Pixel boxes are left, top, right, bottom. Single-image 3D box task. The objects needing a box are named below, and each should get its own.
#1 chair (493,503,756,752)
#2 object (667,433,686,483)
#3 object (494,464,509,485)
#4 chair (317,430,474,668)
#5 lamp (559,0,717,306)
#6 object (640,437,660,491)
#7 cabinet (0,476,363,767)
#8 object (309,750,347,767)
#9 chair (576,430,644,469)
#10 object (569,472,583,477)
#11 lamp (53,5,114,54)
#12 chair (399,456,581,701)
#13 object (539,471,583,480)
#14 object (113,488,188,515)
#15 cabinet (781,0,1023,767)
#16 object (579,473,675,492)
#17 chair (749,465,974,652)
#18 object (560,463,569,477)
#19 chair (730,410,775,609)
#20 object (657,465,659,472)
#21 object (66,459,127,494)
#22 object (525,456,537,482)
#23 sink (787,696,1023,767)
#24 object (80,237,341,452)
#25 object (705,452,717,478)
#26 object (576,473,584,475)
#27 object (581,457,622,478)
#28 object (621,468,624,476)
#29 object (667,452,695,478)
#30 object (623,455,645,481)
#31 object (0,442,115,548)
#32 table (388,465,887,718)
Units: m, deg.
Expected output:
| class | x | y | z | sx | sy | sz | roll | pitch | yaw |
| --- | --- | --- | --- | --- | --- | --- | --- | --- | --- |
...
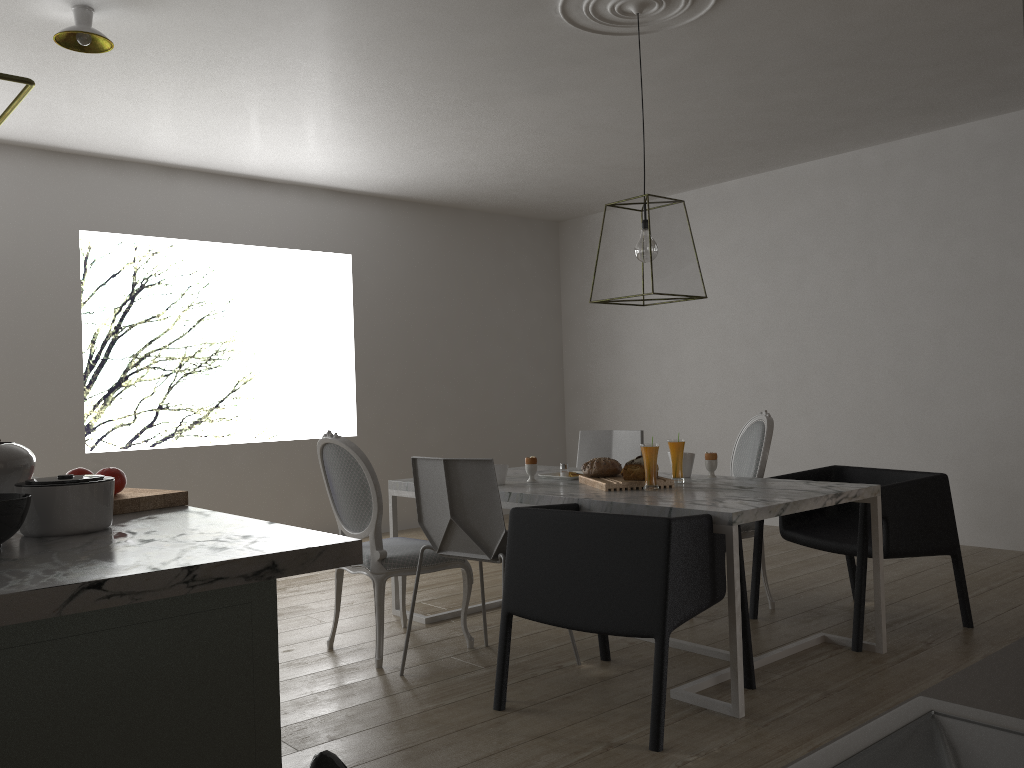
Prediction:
| class | x | y | z | sx | sy | sz | roll | pitch | yaw |
| --- | --- | --- | --- | --- | --- | --- | --- | --- | --- |
| chair | 0.341 | 0.667 | 2.708 | 0.569 | 0.597 | 0.609 | -2 | -1 | 39 |
| object | 0.626 | 0.281 | 3.363 | 0.071 | 0.188 | 0.071 | -2 | -1 | -20 |
| object | -0.074 | 0.359 | 3.545 | 0.138 | 0.085 | 0.089 | -3 | -1 | 44 |
| chair | -0.459 | 0.577 | 3.335 | 0.505 | 0.833 | 0.480 | -1 | -1 | -44 |
| lamp | 0.482 | -0.859 | 3.267 | 0.584 | 1.108 | 0.584 | -2 | -1 | -26 |
| object | 0.490 | 0.282 | 3.137 | 0.071 | 0.188 | 0.071 | -2 | -1 | -20 |
| cabinet | -1.317 | 0.642 | 1.961 | 0.870 | 0.721 | 2.360 | -1 | -1 | -41 |
| object | 0.010 | 0.170 | 0.100 | 0.307 | 0.229 | 0.144 | -2 | -1 | 2 |
| chair | 0.417 | 0.610 | 4.378 | 0.470 | 0.745 | 0.439 | -2 | -1 | 34 |
| object | 0.245 | 0.382 | 3.726 | 0.068 | 0.014 | 0.197 | -2 | -1 | -13 |
| lamp | -1.541 | -1.283 | 3.190 | 0.197 | 0.130 | 0.197 | -2 | -1 | 24 |
| chair | -0.078 | 0.610 | 3.027 | 0.470 | 0.745 | 0.439 | -2 | -1 | 39 |
| object | 0.251 | 0.385 | 3.734 | 0.212 | 0.014 | 0.212 | -1 | -1 | -41 |
| object | -0.945 | 0.254 | 1.905 | 0.400 | 0.030 | 0.290 | -2 | -1 | 34 |
| cabinet | 1.165 | -0.273 | 0.900 | 5.433 | 2.377 | 0.947 | -1 | -1 | -41 |
| object | 0.426 | 0.368 | 3.359 | 0.260 | 0.031 | 0.360 | -2 | -1 | -11 |
| chair | 1.344 | 0.643 | 3.479 | 0.609 | 0.597 | 0.569 | -2 | -1 | -26 |
| object | 0.218 | 0.360 | 3.686 | 0.036 | 0.060 | 0.036 | -2 | -1 | 0 |
| chair | 0.898 | 0.539 | 3.902 | 0.505 | 0.833 | 0.480 | -2 | -1 | -9 |
| object | 0.506 | 0.321 | 3.318 | 0.083 | 0.057 | 0.072 | -2 | -1 | 25 |
| object | -0.933 | 0.202 | 1.912 | 0.194 | 0.079 | 0.135 | -2 | -1 | 38 |
| object | 0.078 | 0.343 | 3.583 | 0.050 | 0.101 | 0.050 | -1 | -1 | -34 |
| sink | 0.196 | 0.369 | 0.337 | 0.877 | 0.174 | 0.475 | -1 | -1 | -41 |
| object | -2.097 | 1.210 | 5.746 | 10.834 | 8.324 | 0.001 | -1 | -1 | -41 |
| object | 0.787 | 0.318 | 3.500 | 0.050 | 0.101 | 0.050 | -1 | -1 | -45 |
| object | 0.330 | 0.380 | 3.752 | 0.132 | 0.013 | 0.032 | -2 | -1 | 24 |
| object | 0.346 | 0.320 | 3.426 | 0.157 | 0.075 | 0.151 | -2 | -1 | -5 |
| object | 0.451 | 0.319 | 3.339 | 0.079 | 0.067 | 0.074 | -2 | -1 | 21 |
| object | 0.676 | 0.325 | 3.616 | 0.110 | 0.105 | 0.170 | -2 | -1 | -21 |
| object | 0.459 | 0.308 | 3.249 | 0.086 | 0.087 | 0.090 | -2 | -1 | 26 |
| object | -0.942 | 0.186 | 1.524 | 0.491 | 0.156 | 0.364 | -2 | -1 | 26 |
| table | 0.381 | 0.677 | 3.470 | 0.870 | 0.583 | 1.781 | -1 | -1 | -41 |
